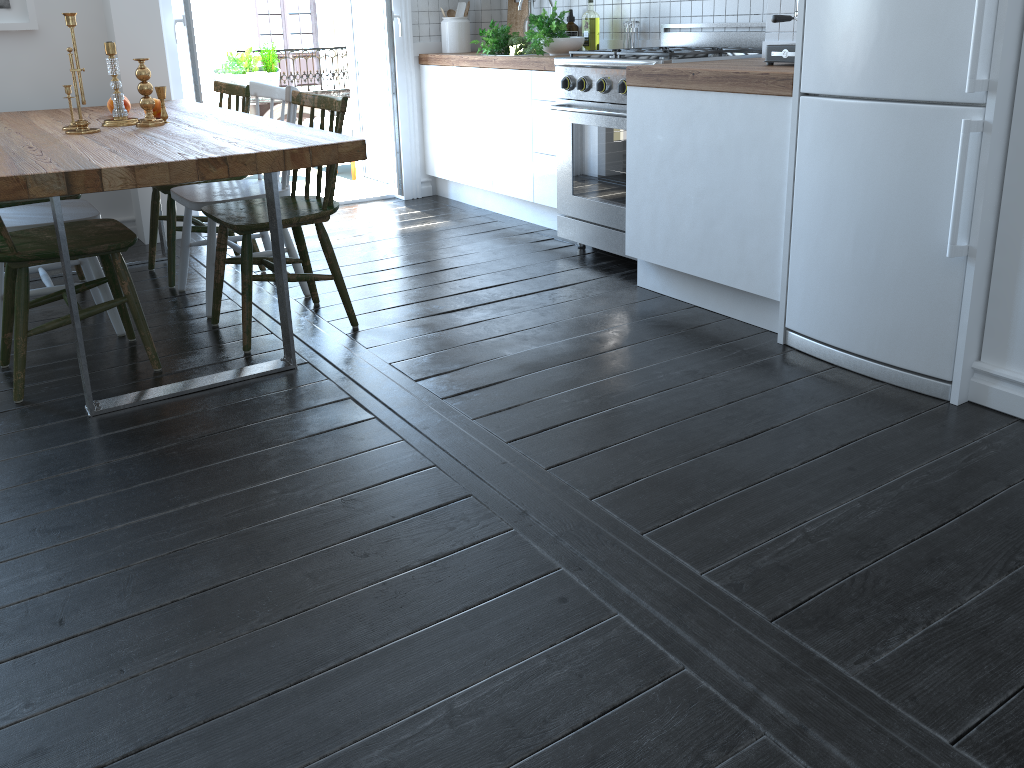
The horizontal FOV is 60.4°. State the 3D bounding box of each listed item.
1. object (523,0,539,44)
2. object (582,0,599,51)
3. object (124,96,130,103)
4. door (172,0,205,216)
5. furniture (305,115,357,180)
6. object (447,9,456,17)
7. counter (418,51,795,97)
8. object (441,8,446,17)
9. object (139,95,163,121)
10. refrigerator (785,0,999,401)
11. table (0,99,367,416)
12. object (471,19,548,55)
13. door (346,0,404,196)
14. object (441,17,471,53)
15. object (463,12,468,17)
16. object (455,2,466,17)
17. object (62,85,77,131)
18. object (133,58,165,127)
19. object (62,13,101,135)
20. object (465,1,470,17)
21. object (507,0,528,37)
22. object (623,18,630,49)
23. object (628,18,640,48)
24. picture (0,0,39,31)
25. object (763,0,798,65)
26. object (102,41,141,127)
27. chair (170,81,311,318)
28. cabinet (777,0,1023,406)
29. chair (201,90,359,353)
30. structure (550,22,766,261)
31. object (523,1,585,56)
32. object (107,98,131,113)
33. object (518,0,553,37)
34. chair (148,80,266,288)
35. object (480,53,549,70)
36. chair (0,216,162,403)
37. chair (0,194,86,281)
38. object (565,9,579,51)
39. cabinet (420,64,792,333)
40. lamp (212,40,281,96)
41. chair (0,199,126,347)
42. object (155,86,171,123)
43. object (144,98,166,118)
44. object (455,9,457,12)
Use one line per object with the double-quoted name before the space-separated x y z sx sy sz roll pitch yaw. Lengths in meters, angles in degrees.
"object" 0.114 -2.090 5.111 0.099 0.307 0.100 -13 20 -31
"object" 0.411 -1.873 4.601 0.067 0.273 0.067 -15 21 -36
"object" -1.684 -1.199 3.781 0.085 0.087 0.089 -19 26 -40
"door" -1.807 -1.904 4.742 0.105 1.959 0.601 -10 19 -25
"furniture" -1.186 -1.784 6.602 0.405 0.362 0.943 -14 25 -30
"object" -0.361 -2.142 5.340 0.061 0.243 0.121 -3 18 -3
"counter" 0.362 -1.506 4.166 0.856 0.071 3.177 -15 26 -29
"object" -0.385 -2.144 5.332 0.054 0.254 0.153 9 21 30
"object" -1.431 -1.092 3.471 0.104 0.110 0.104 16 26 40
"refrigerator" 1.280 -0.943 2.582 0.689 1.742 0.589 -13 21 -31
"table" -1.472 -0.646 3.419 1.030 0.692 2.282 -14 25 -30
"object" -0.016 -1.843 4.823 0.473 0.297 0.292 10 23 28
"door" -0.864 -2.174 5.333 0.106 1.959 0.597 -14 21 -36
"object" -0.339 -2.110 5.325 0.175 0.201 0.178 -12 22 -27
"object" -0.291 -2.134 5.318 0.051 0.239 0.118 5 19 21
"object" -0.332 -2.155 5.318 0.065 0.280 0.144 8 20 29
"object" -1.618 -1.014 3.229 0.080 0.155 0.083 3 19 14
"object" -1.362 -1.084 3.277 0.100 0.239 0.104 -4 18 -9
"object" -1.531 -1.081 3.075 0.113 0.397 0.117 4 18 18
"object" -0.290 -2.151 5.304 0.132 0.286 0.058 11 21 35
"object" 0.036 -2.163 5.276 0.041 0.319 0.225 -12 21 -31
"object" 0.588 -1.755 4.440 0.059 0.167 0.061 -8 18 -18
"object" 0.605 -1.730 4.379 0.059 0.167 0.061 -8 18 -18
"picture" -2.578 -2.032 3.928 0.696 0.859 0.085 -14 21 -32
"object" 0.993 -1.281 3.016 0.357 0.358 0.210 -14 22 -31
"object" -1.501 -1.136 3.333 0.140 0.300 0.145 1 18 9
"chair" -1.080 -0.770 3.537 0.516 0.814 0.477 -13 22 -31
"cabinet" 0.557 -1.730 3.823 0.787 2.290 3.892 -11 23 -27
"chair" -0.823 -0.603 3.135 0.492 0.800 0.478 -14 22 -32
"structure" 0.649 -1.085 3.962 0.730 0.986 0.717 -13 22 -31
"object" 0.208 -1.818 4.502 0.344 0.260 0.276 -20 26 -40
"object" -1.654 -1.168 3.706 0.091 0.085 0.086 -4 20 -6
"object" 0.187 -1.994 4.852 0.190 0.341 0.281 10 22 31
"chair" -1.375 -0.906 3.907 0.492 0.800 0.478 -14 22 -32
"object" 0.056 -1.767 4.860 0.358 0.108 0.381 -15 26 -30
"chair" -1.445 -0.426 2.746 0.492 0.800 0.478 -14 22 -32
"chair" -1.997 -0.728 3.519 0.492 0.800 0.478 -14 22 -32
"object" 0.322 -1.927 4.811 0.085 0.223 0.088 5 19 21
"cabinet" 0.426 -1.117 4.312 0.734 0.786 3.278 -10 24 -23
"lamp" -1.275 -2.891 5.098 0.498 2.426 2.767 -12 22 -30
"chair" -1.741 -0.577 3.112 0.516 0.814 0.477 -13 22 -31
"object" -1.340 -1.071 3.381 0.050 0.134 0.050 -13 21 -31
"object" -1.452 -1.118 3.578 0.085 0.081 0.092 -9 21 -19
"object" -0.312 -2.144 5.344 0.034 0.242 0.121 -12 21 -30
